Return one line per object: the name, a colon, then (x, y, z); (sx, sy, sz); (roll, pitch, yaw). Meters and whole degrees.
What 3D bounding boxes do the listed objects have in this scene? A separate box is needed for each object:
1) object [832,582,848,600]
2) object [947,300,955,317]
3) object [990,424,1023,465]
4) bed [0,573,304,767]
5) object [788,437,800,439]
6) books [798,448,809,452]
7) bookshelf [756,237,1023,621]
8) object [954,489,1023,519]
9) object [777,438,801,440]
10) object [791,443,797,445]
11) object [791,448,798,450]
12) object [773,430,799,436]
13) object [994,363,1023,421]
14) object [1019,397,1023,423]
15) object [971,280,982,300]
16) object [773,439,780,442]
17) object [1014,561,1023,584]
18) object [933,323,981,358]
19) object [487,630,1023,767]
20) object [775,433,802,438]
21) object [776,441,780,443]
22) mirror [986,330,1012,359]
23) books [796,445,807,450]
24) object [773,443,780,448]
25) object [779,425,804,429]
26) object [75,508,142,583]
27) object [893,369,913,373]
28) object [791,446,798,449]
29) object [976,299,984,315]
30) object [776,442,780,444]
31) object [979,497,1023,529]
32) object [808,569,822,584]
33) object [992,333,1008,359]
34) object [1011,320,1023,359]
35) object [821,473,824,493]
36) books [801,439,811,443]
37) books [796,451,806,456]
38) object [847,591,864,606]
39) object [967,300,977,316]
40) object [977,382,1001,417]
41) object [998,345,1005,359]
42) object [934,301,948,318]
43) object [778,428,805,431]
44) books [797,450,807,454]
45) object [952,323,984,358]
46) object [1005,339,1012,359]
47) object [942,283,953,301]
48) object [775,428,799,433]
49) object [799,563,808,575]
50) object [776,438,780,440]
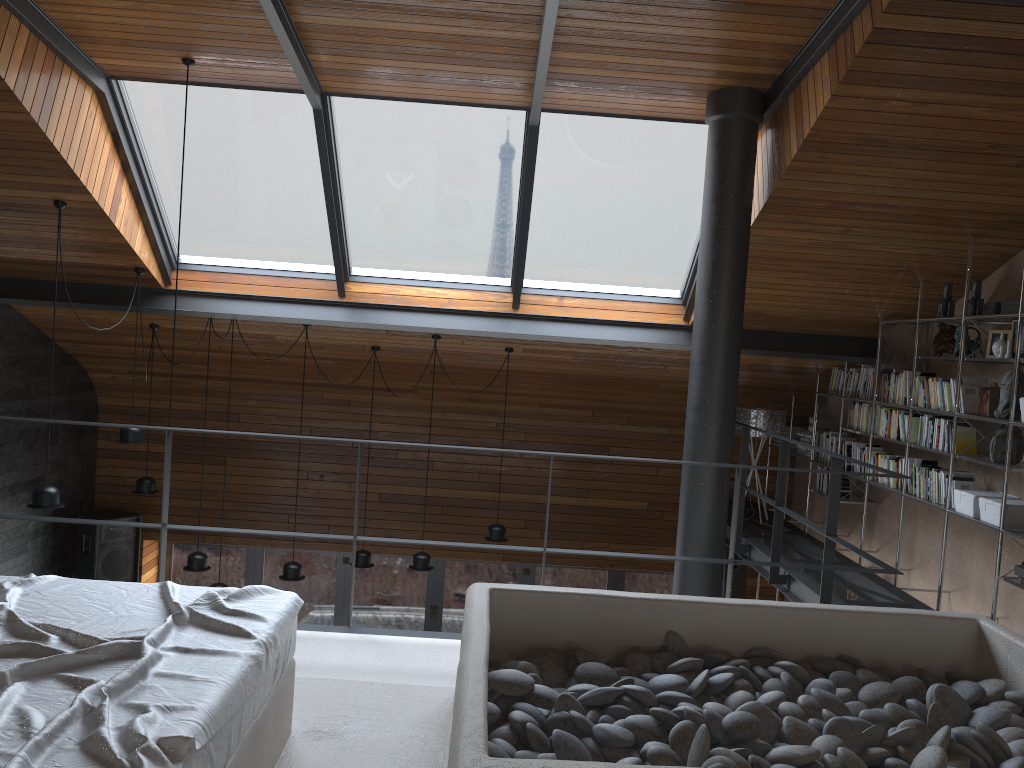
object: (2.677, 1.666, 7.305); (0.207, 0.442, 0.328); (4, 3, -9)
object: (2.788, -0.469, 5.630); (0.029, 0.117, 0.086); (5, 3, 19)
object: (2.809, 0.325, 5.022); (0.166, 0.240, 0.390); (5, 3, 31)
bed: (-1.599, 0.788, 1.803); (2.011, 0.484, 1.826); (4, 3, -2)
object: (2.671, 0.512, 8.544); (0.246, 0.016, 0.182); (4, 3, -2)
books: (2.713, 0.599, 7.976); (0.221, 0.021, 0.174); (4, 3, -2)
bookshelf: (2.831, 1.100, 3.358); (0.421, 6.219, 10.739); (4, 3, -2)
object: (2.761, 0.703, 5.155); (0.295, 0.136, 0.228); (4, 3, -2)
object: (2.682, 0.529, 8.559); (0.224, 0.017, 0.167); (4, 3, -2)
object: (2.695, 0.556, 8.282); (0.228, 0.016, 0.182); (4, 3, -2)
object: (2.689, 0.606, 8.309); (0.226, 0.012, 0.159); (4, 3, -2)
object: (2.670, 0.473, 8.543); (0.252, 0.028, 0.180); (4, 3, -2)
object: (2.787, 0.053, 4.943); (0.157, 0.339, 0.229); (5, 3, 25)
object: (2.814, 0.149, 4.569); (0.295, 0.136, 0.228); (4, 3, -2)
object: (2.843, -0.574, 5.427); (0.029, 0.114, 0.084); (4, 3, 10)
object: (2.669, 0.555, 8.562); (0.243, 0.012, 0.159); (4, 3, -2)
object: (2.795, 0.997, 4.472); (0.320, 0.114, 0.404); (4, 3, -2)
object: (2.819, -0.275, 5.626); (0.278, 0.222, 0.138); (6, 4, 44)
object: (0.766, 0.983, 2.424); (1.842, 0.246, 1.436); (4, 3, -2)
object: (2.672, 0.496, 8.544); (0.246, 0.016, 0.182); (4, 3, -2)
object: (2.682, 0.568, 8.572); (0.218, 0.013, 0.161); (4, 3, -2)
mirror: (2.848, -0.228, 5.165); (0.069, 0.168, 0.130); (2, 3, -32)
books: (2.711, 0.574, 7.974); (0.240, 0.028, 0.180); (3, 3, -12)
object: (2.667, 0.599, 8.563); (0.234, 0.025, 0.176); (4, 3, -2)
object: (2.677, 0.414, 8.568); (0.246, 0.016, 0.182); (4, 3, -2)
object: (-3.943, 2.378, 8.378); (0.686, 2.298, 0.639); (6, 3, 36)
object: (2.772, 0.018, 6.297); (0.146, 0.240, 0.023); (4, 2, -2)
object: (2.688, 0.586, 8.298); (0.262, 0.025, 0.176); (4, 3, -2)
object: (2.841, -0.457, 5.383); (0.029, 0.117, 0.086); (5, 3, 23)
object: (2.683, 0.581, 8.563); (0.216, 0.013, 0.161); (4, 3, -2)
object: (2.767, 0.715, 4.888); (0.295, 0.136, 0.228); (4, 3, -2)
object: (2.641, 2.014, 7.794); (0.305, 0.840, 0.237); (4, 2, 1)
object: (2.788, -0.216, 5.051); (0.091, 0.146, 0.091); (6, 3, 32)
object: (2.806, -0.241, 4.852); (0.062, 0.219, 0.157); (4, 3, -2)
object: (2.647, 0.824, 7.410); (0.111, 0.175, 0.011); (4, 2, -2)
books: (2.731, 0.520, 7.970); (0.213, 0.017, 0.167); (4, 3, -7)
books: (2.703, 0.632, 7.988); (0.234, 0.016, 0.182); (4, 3, -2)
object: (2.727, 1.682, 6.857); (0.215, 0.458, 0.328); (4, 3, 3)
object: (2.837, -0.461, 5.481); (0.029, 0.117, 0.086); (3, 3, -11)
object: (2.796, 0.089, 5.176); (0.227, 0.202, 0.082); (2, 3, -40)
object: (2.731, -0.179, 4.944); (0.037, 0.077, 0.037); (3, 3, -16)
object: (2.776, -0.475, 5.727); (0.029, 0.117, 0.086); (3, 3, -16)
object: (2.676, 0.430, 8.558); (0.246, 0.016, 0.182); (4, 3, -2)
books: (2.711, 0.617, 7.972); (0.234, 0.016, 0.182); (4, 3, -7)
object: (2.798, -0.264, 5.424); (0.197, 0.220, 0.102); (3, 3, -17)
object: (2.744, -0.195, 4.894); (0.037, 0.114, 0.037); (3, 3, -16)
object: (2.786, -0.587, 5.673); (0.029, 0.114, 0.084); (4, 3, 6)
object: (2.682, 0.450, 8.558); (0.233, 0.021, 0.174); (4, 3, -2)
object: (2.615, 1.978, 8.060); (0.244, 0.879, 0.244); (5, 3, 27)
object: (2.685, 0.544, 8.568); (0.216, 0.012, 0.161); (4, 3, -2)
